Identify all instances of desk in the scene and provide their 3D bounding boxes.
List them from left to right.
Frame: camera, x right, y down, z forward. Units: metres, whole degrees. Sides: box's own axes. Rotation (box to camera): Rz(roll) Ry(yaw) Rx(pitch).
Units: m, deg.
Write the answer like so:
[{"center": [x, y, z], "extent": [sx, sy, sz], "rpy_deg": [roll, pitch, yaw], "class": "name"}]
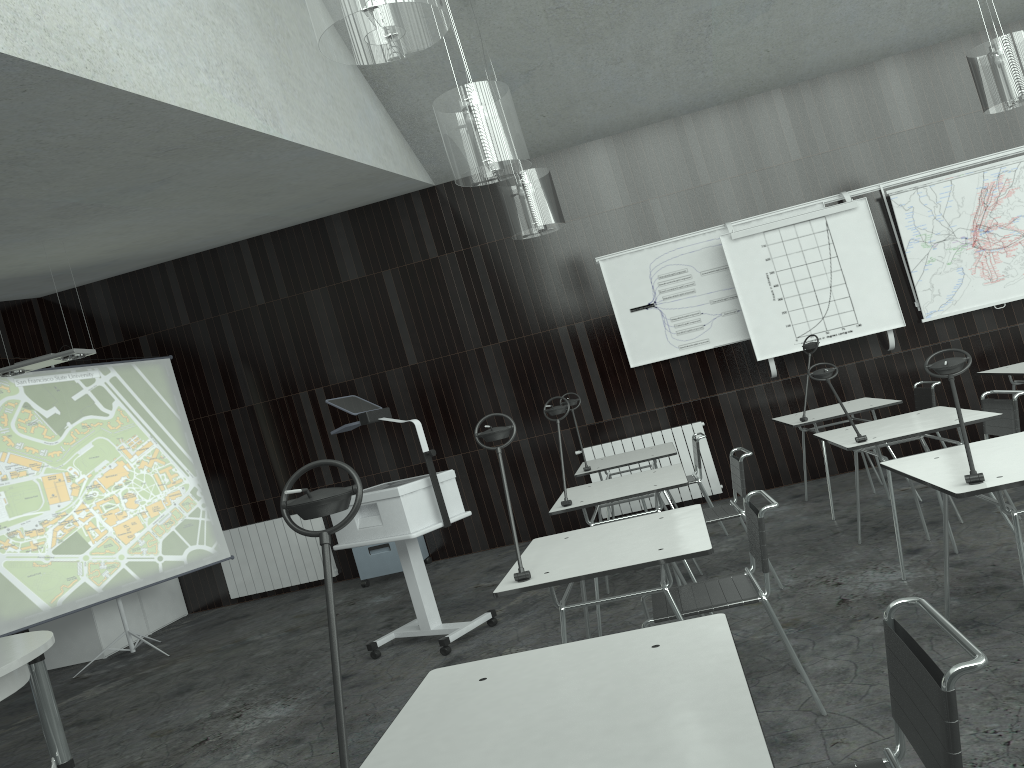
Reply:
[{"center": [-2.097, 1.600, 3.074], "extent": [0.910, 0.818, 1.600], "rpy_deg": [-15, -1, 4], "class": "desk"}, {"center": [0.089, 0.719, 1.583], "extent": [0.700, 1.321, 0.900], "rpy_deg": [-15, -1, 9], "class": "desk"}, {"center": [0.360, 0.686, 3.152], "extent": [0.700, 1.321, 0.900], "rpy_deg": [-15, -1, 10], "class": "desk"}, {"center": [0.594, 0.663, 4.737], "extent": [0.700, 1.321, 0.900], "rpy_deg": [-15, -1, 9], "class": "desk"}, {"center": [0.827, 0.640, 6.309], "extent": [0.700, 1.321, 0.900], "rpy_deg": [-15, -1, 8], "class": "desk"}, {"center": [2.230, 0.261, 6.137], "extent": [0.700, 1.321, 0.900], "rpy_deg": [-15, -1, 7], "class": "desk"}, {"center": [1.993, 0.370, 4.493], "extent": [0.700, 1.153, 0.900], "rpy_deg": [-15, -1, 9], "class": "desk"}, {"center": [1.743, 0.400, 2.987], "extent": [0.700, 1.153, 0.900], "rpy_deg": [-15, -1, 9], "class": "desk"}, {"center": [3.631, -0.033, 5.867], "extent": [0.700, 1.153, 0.900], "rpy_deg": [-15, -1, 9], "class": "desk"}]

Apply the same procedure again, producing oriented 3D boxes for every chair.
[{"center": [1.184, 0.829, 6.274], "extent": [0.555, 0.765, 0.428], "rpy_deg": [-15, -1, 7], "class": "chair"}, {"center": [1.066, 0.820, 4.667], "extent": [0.555, 0.765, 0.428], "rpy_deg": [-15, -1, 6], "class": "chair"}, {"center": [0.732, 0.871, 3.107], "extent": [0.555, 0.765, 0.428], "rpy_deg": [-15, -1, 8], "class": "chair"}, {"center": [0.560, 0.877, 1.499], "extent": [0.555, 0.765, 0.428], "rpy_deg": [-15, -1, 10], "class": "chair"}, {"center": [2.703, 0.419, 6.078], "extent": [0.555, 0.765, 0.428], "rpy_deg": [-15, -1, 7], "class": "chair"}, {"center": [2.342, 0.475, 4.483], "extent": [0.555, 0.765, 0.428], "rpy_deg": [-15, -1, 5], "class": "chair"}]

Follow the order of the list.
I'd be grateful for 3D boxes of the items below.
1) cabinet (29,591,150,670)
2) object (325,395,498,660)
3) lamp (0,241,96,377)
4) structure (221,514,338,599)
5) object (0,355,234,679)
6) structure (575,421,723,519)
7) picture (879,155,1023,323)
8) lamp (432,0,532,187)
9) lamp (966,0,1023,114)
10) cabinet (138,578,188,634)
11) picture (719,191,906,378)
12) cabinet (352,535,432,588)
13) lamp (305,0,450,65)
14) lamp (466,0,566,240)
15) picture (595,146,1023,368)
[{"center": [-3.625, 1.866, 7.410], "extent": [0.587, 1.285, 0.639], "rpy_deg": [-15, -1, 9], "class": "cabinet"}, {"center": [-0.620, 0.829, 5.038], "extent": [0.680, 1.639, 0.559], "rpy_deg": [-16, -2, 33], "class": "object"}, {"center": [-3.335, -1.856, 5.474], "extent": [0.600, 3.595, 0.212], "rpy_deg": [-15, -1, 9], "class": "lamp"}, {"center": [-2.194, 1.738, 8.136], "extent": [1.129, 0.688, 0.079], "rpy_deg": [-15, -1, 9], "class": "structure"}, {"center": [-3.106, 1.035, 6.701], "extent": [0.673, 2.602, 2.051], "rpy_deg": [-16, -2, 33], "class": "object"}, {"center": [1.173, 0.826, 7.603], "extent": [1.129, 0.688, 0.079], "rpy_deg": [-15, -1, 9], "class": "structure"}, {"center": [3.754, -1.324, 7.119], "extent": [1.211, 1.342, 0.163], "rpy_deg": [-15, -1, 9], "class": "picture"}, {"center": [-0.382, -2.175, 4.050], "extent": [0.359, 2.307, 0.350], "rpy_deg": [-15, -1, 9], "class": "lamp"}, {"center": [2.762, -2.701, 5.267], "extent": [0.359, 1.761, 0.350], "rpy_deg": [-15, -1, 9], "class": "lamp"}, {"center": [-3.526, 1.856, 8.050], "extent": [0.587, 1.285, 0.639], "rpy_deg": [-15, -1, 9], "class": "cabinet"}, {"center": [2.449, -0.910, 7.288], "extent": [1.191, 1.508, 0.254], "rpy_deg": [-15, -1, 9], "class": "picture"}, {"center": [-1.068, 1.530, 7.703], "extent": [0.502, 0.648, 0.598], "rpy_deg": [-15, -1, 8], "class": "cabinet"}, {"center": [-0.706, -2.410, 2.404], "extent": [0.359, 2.848, 0.350], "rpy_deg": [-15, -1, 9], "class": "lamp"}, {"center": [-0.055, -1.939, 5.713], "extent": [0.359, 1.761, 0.350], "rpy_deg": [-15, -1, 9], "class": "lamp"}, {"center": [2.680, -1.171, 7.356], "extent": [3.818, 1.102, 0.050], "rpy_deg": [-15, -1, 9], "class": "picture"}]
